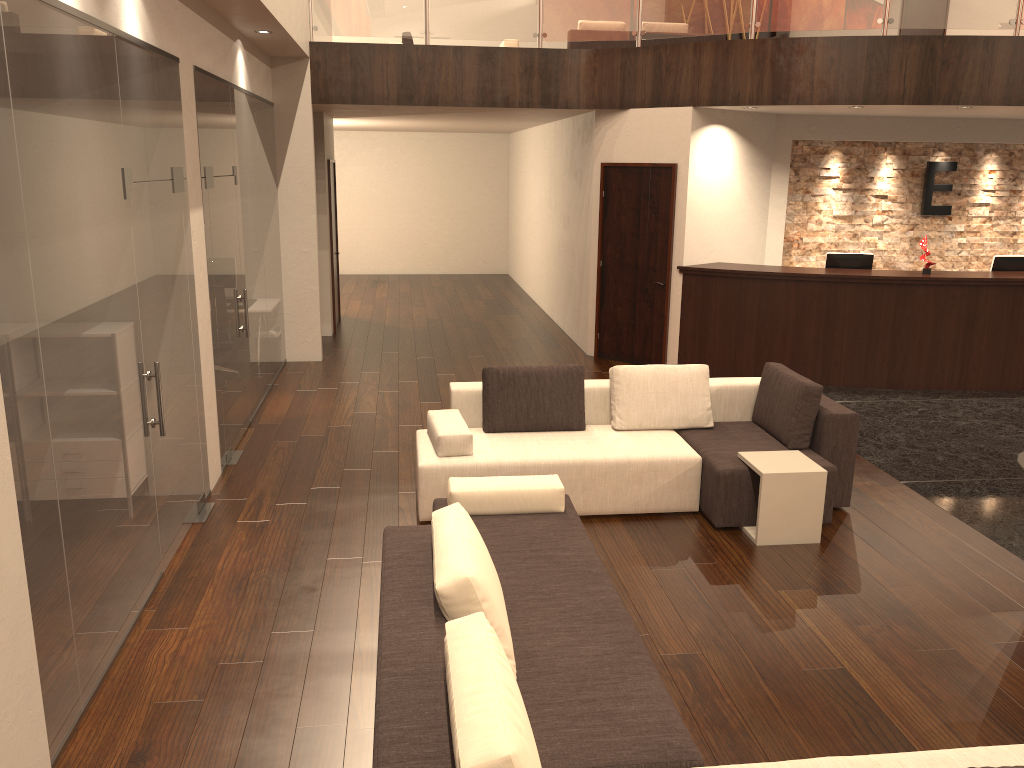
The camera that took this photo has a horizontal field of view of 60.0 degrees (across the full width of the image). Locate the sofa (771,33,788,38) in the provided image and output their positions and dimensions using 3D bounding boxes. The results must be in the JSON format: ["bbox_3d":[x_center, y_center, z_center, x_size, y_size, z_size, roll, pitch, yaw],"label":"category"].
[{"bbox_3d":[4.545,-5.391,15.134,1.291,0.862,2.846,-1,14,-7],"label":"sofa"}]

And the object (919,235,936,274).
[{"bbox_3d":[4.237,-1.316,9.022,0.163,0.390,0.165,1,14,1],"label":"object"}]

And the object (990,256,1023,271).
[{"bbox_3d":[5.340,-1.128,9.480,0.483,0.485,0.189,-1,14,-7],"label":"object"}]

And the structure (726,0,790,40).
[{"bbox_3d":[4.281,-7.703,17.438,2.524,4.236,0.187,-1,14,-7],"label":"structure"}]

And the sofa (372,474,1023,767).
[{"bbox_3d":[0.798,0.986,3.408,2.586,0.862,3.366,-1,14,-7],"label":"sofa"}]

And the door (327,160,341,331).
[{"bbox_3d":[-2.437,-1.905,12.081,0.104,2.232,0.990,-1,14,-7],"label":"door"}]

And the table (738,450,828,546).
[{"bbox_3d":[1.641,0.695,5.469,0.400,0.460,0.400,-1,14,-7],"label":"table"}]

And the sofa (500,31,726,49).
[{"bbox_3d":[1.336,-5.183,14.131,3.366,0.862,2.586,-1,14,-7],"label":"sofa"}]

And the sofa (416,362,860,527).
[{"bbox_3d":[0.785,0.355,5.959,2.846,0.862,1.291,-1,14,-7],"label":"sofa"}]

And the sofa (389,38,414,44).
[{"bbox_3d":[-0.437,-5.515,15.381,3.366,0.862,2.586,-1,14,-7],"label":"sofa"}]

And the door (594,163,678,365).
[{"bbox_3d":[1.365,-1.319,9.905,0.990,2.232,0.104,13,19,42],"label":"door"}]

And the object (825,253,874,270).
[{"bbox_3d":[3.610,-1.163,9.533,0.483,0.485,0.189,3,14,8],"label":"object"}]

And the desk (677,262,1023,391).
[{"bbox_3d":[5.333,-0.692,9.776,7.146,1.171,1.674,-1,14,-6],"label":"desk"}]

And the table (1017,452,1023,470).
[{"bbox_3d":[2.892,0.815,4.341,0.833,0.795,0.844,9,16,31],"label":"table"}]

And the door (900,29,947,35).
[{"bbox_3d":[8.413,-6.824,18.274,0.990,2.232,0.104,-1,14,-7],"label":"door"}]
